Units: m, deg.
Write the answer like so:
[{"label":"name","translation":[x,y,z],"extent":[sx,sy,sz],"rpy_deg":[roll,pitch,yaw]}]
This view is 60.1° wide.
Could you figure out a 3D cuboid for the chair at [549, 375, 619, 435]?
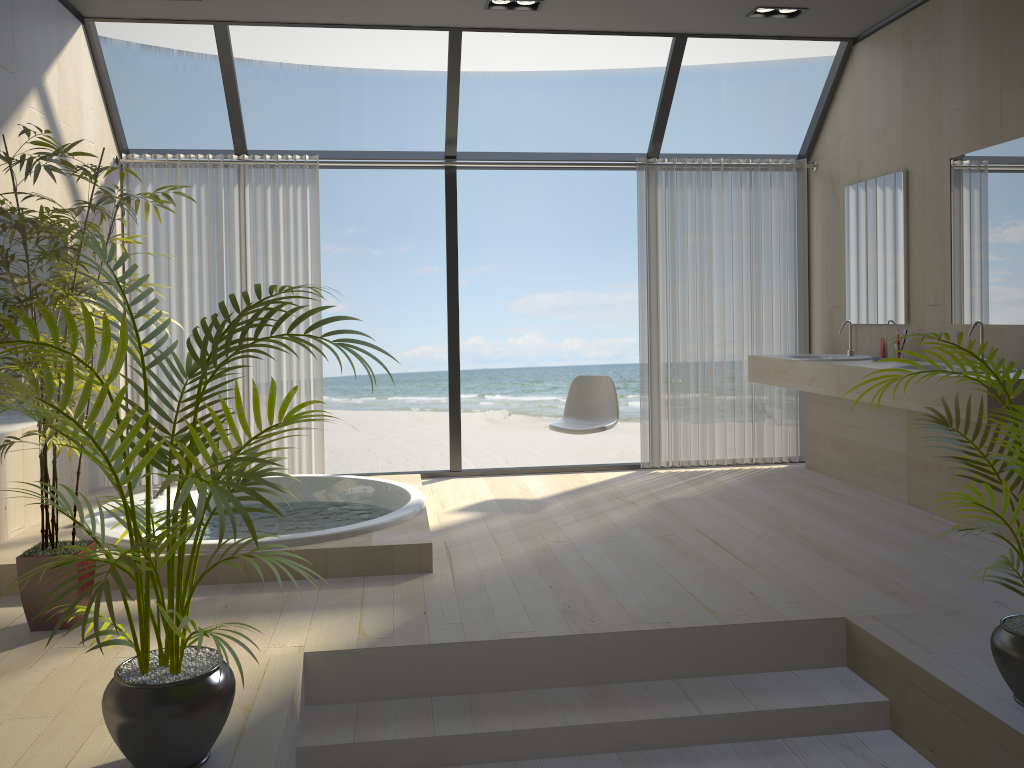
[{"label":"chair","translation":[0.459,0.131,5.523],"extent":[0.369,0.347,0.455],"rpy_deg":[0,3,21]}]

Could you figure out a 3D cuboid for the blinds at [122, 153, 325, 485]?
[{"label":"blinds","translation":[-1.795,-0.402,5.566],"extent":[1.183,2.068,0.084],"rpy_deg":[-1,1,-8]}]

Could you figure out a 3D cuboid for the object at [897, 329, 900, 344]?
[{"label":"object","translation":[2.143,-0.214,4.910],"extent":[0.012,0.178,0.050],"rpy_deg":[0,1,32]}]

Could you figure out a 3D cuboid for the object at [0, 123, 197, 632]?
[{"label":"object","translation":[-1.678,-0.022,3.121],"extent":[0.786,1.754,0.937],"rpy_deg":[0,2,17]}]

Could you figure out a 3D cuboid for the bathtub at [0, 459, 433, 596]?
[{"label":"bathtub","translation":[-1.341,0.694,4.370],"extent":[1.821,0.697,1.651],"rpy_deg":[-1,4,-8]}]

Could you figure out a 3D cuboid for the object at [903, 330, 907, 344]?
[{"label":"object","translation":[2.174,-0.215,4.930],"extent":[0.054,0.175,0.012],"rpy_deg":[-1,1,18]}]

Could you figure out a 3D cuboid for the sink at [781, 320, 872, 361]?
[{"label":"sink","translation":[1.892,-0.172,5.335],"extent":[0.504,0.419,0.575],"rpy_deg":[-1,3,-4]}]

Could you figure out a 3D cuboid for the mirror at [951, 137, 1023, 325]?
[{"label":"mirror","translation":[2.344,-0.720,4.290],"extent":[0.023,0.867,0.654],"rpy_deg":[-1,2,-8]}]

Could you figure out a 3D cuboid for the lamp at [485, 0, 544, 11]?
[{"label":"lamp","translation":[0.008,-2.110,4.803],"extent":[0.301,0.112,0.164],"rpy_deg":[-1,3,-8]}]

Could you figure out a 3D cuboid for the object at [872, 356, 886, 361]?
[{"label":"object","translation":[2.066,-0.141,4.946],"extent":[0.104,0.029,0.033],"rpy_deg":[2,4,33]}]

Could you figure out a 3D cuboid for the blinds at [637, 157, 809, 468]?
[{"label":"blinds","translation":[1.430,-0.488,5.999],"extent":[1.183,2.068,0.084],"rpy_deg":[-1,1,-8]}]

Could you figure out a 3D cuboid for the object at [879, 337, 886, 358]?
[{"label":"object","translation":[2.100,-0.196,5.017],"extent":[0.039,0.134,0.039],"rpy_deg":[0,2,41]}]

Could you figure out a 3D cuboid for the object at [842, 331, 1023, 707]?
[{"label":"object","translation":[1.364,0.273,2.356],"extent":[0.916,1.156,0.752],"rpy_deg":[0,2,26]}]

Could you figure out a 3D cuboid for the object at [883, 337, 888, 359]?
[{"label":"object","translation":[2.154,-0.205,5.118],"extent":[0.039,0.134,0.039],"rpy_deg":[0,2,41]}]

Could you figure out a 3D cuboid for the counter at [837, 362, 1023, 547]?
[{"label":"counter","translation":[2.102,0.327,4.186],"extent":[0.550,0.789,1.208],"rpy_deg":[-1,3,-8]}]

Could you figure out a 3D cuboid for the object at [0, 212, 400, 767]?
[{"label":"object","translation":[-0.784,0.235,2.154],"extent":[1.065,1.344,0.874],"rpy_deg":[-2,2,-19]}]

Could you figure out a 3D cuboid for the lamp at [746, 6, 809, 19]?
[{"label":"lamp","translation":[1.496,-2.150,5.002],"extent":[0.301,0.112,0.164],"rpy_deg":[-1,3,-8]}]

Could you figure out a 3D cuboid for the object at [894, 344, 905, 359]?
[{"label":"object","translation":[2.160,-0.174,4.936],"extent":[0.058,0.100,0.058],"rpy_deg":[-1,2,-1]}]

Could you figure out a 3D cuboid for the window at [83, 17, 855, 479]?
[{"label":"window","translation":[-0.154,-0.773,5.587],"extent":[4.561,2.811,0.746],"rpy_deg":[-1,1,-8]}]

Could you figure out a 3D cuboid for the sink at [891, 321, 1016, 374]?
[{"label":"sink","translation":[2.053,-0.084,4.139],"extent":[0.504,0.419,0.575],"rpy_deg":[-1,3,-4]}]

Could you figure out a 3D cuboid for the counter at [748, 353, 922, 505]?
[{"label":"counter","translation":[1.942,0.239,5.381],"extent":[0.550,0.789,1.208],"rpy_deg":[-1,3,-8]}]

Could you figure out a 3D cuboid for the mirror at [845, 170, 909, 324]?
[{"label":"mirror","translation":[2.178,-0.795,5.314],"extent":[0.023,0.867,0.654],"rpy_deg":[-1,2,-8]}]
